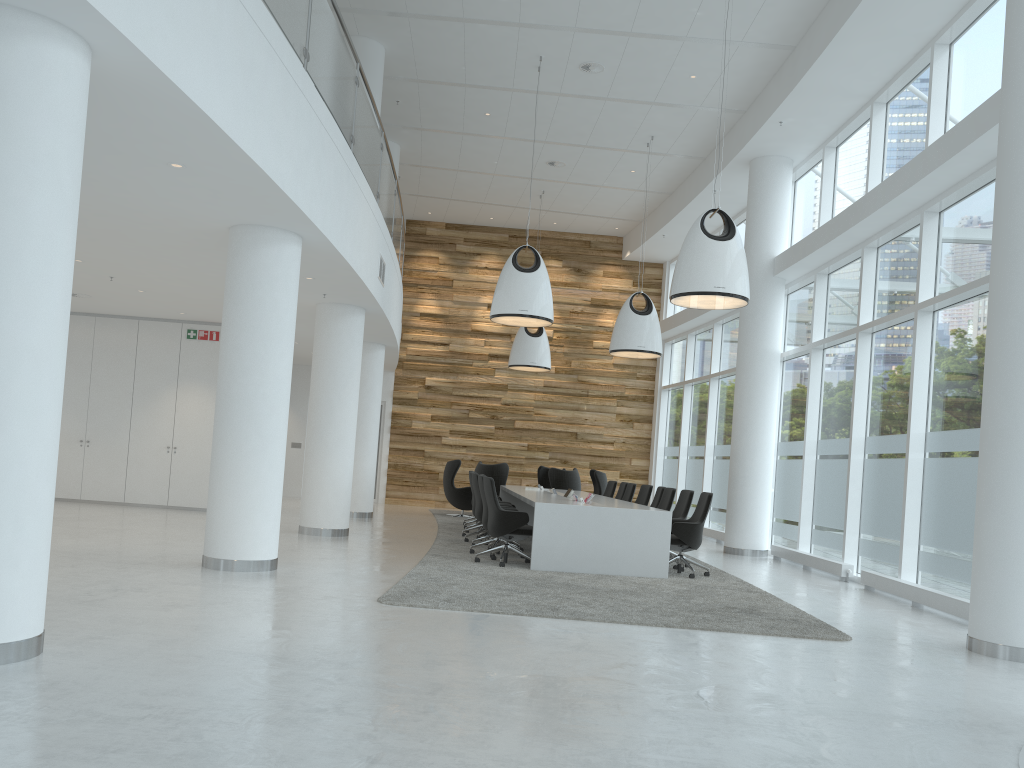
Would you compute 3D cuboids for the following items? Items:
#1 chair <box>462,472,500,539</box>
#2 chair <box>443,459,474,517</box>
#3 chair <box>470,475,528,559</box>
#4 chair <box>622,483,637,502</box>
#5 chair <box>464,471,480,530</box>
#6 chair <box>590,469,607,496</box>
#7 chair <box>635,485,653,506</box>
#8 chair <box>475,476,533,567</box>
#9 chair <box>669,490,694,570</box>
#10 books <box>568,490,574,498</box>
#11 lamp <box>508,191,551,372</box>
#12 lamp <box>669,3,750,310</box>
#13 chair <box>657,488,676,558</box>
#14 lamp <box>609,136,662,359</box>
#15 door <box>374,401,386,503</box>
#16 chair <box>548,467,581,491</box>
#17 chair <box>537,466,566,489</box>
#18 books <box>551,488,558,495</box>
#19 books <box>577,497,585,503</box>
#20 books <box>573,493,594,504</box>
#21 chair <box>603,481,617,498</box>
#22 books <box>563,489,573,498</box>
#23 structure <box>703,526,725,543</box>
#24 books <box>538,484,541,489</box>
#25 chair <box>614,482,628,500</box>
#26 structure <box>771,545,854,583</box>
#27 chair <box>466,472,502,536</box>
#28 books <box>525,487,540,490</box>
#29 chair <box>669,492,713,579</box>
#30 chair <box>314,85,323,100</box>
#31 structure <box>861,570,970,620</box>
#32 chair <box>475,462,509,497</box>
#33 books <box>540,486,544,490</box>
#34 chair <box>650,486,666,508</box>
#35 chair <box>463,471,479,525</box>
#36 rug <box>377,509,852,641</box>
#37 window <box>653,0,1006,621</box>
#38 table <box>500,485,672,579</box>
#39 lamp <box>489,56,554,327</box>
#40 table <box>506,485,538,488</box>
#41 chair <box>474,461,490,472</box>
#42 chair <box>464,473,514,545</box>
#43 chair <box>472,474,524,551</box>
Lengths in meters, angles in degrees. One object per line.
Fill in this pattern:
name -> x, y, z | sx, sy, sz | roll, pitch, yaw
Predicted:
chair -> -0.372, 1.808, 13.134 | 0.674, 0.964, 0.687 | 4, -3, 1
chair -> -0.940, 2.109, 17.894 | 0.918, 1.150, 0.915 | 5, -3, -14
chair -> -0.148, 1.612, 10.809 | 0.674, 0.964, 0.687 | 4, -3, -4
chair -> 1.630, 2.037, 14.055 | 0.674, 0.964, 0.687 | 4, -3, -4
chair -> -0.432, 1.948, 14.714 | 0.674, 0.964, 0.687 | 4, -3, -4
chair -> 1.467, 2.302, 18.088 | 0.918, 1.150, 0.915 | 5, -3, -14
chair -> 1.765, 1.981, 13.327 | 0.674, 0.964, 0.686 | 5, -3, -9
chair -> -0.053, 1.539, 9.938 | 0.674, 0.964, 0.686 | 5, -3, -9
chair -> 1.901, 1.775, 10.965 | 0.674, 0.964, 0.687 | 4, -3, -4
books -> 0.806, 1.672, 13.062 | 0.158, 0.241, 0.353 | 4, -4, -4
lamp -> 0.485, -2.113, 18.059 | 0.882, 3.640, 0.887 | 3, -2, 35
lamp -> 2.329, -2.721, 9.937 | 0.882, 3.640, 0.887 | 3, -2, 42
chair -> 1.833, 1.845, 11.781 | 0.674, 0.964, 0.687 | 4, -3, -4
lamp -> 2.179, -2.291, 14.764 | 0.882, 3.640, 0.887 | 3, -2, 39
door -> -3.938, 1.538, 20.830 | 1.805, 2.397, 0.132 | 4, -1, -2
chair -> 0.875, 2.160, 17.001 | 0.917, 1.150, 0.916 | 7, -4, -44
chair -> 0.737, 2.335, 19.028 | 0.913, 1.150, 0.921 | 3, -3, 16
books -> 0.670, 1.696, 13.390 | 0.153, 0.238, 0.191 | 4, -3, -4
books -> 0.863, 1.470, 10.621 | 0.143, 0.226, 0.204 | 4, -3, -5
books -> 0.892, 1.507, 11.119 | 0.230, 0.274, 0.599 | 3, -5, 17
chair -> 1.521, 2.184, 15.742 | 0.674, 0.964, 0.686 | 5, -3, -9
books -> 0.793, 1.651, 13.042 | 0.139, 0.229, 0.357 | 4, -4, -4
structure -> 3.745, 2.746, 15.912 | 0.150, 0.213, 2.697 | 4, -5, -5
books -> 0.519, 1.877, 15.482 | 0.153, 0.240, 0.183 | 4, -3, -4
chair -> 1.616, 2.111, 14.870 | 0.674, 0.964, 0.687 | 4, -3, -4
structure -> 4.016, 2.408, 11.993 | 0.150, 0.213, 2.697 | 4, -5, -2
chair -> -0.364, 1.879, 13.898 | 0.674, 0.964, 0.687 | 4, -3, -4
books -> 0.343, 1.752, 14.859 | 0.224, 0.026, 0.264 | 4, -5, 6
chair -> 1.956, 1.705, 10.154 | 0.674, 0.964, 0.687 | 4, -3, 1
chair -> -2.283, -2.765, 9.356 | 0.915, 1.150, 0.919 | 5, -3, -13
structure -> 4.059, 2.121, 8.817 | 0.150, 0.213, 2.698 | 4, -5, 1
chair -> -0.304, 2.069, 16.946 | 0.913, 1.150, 0.921 | 3, -3, 16
books -> 0.548, 1.856, 15.145 | 0.139, 0.222, 0.162 | 4, -3, -4
chair -> 1.840, 1.915, 12.545 | 0.674, 0.964, 0.687 | 4, -3, 1
chair -> -0.487, 2.018, 15.526 | 0.674, 0.964, 0.687 | 4, -3, 1
rug -> 0.536, 2.366, 13.161 | 3.940, 0.010, 13.488 | 4, -5, -3
window -> -16.329, -1.663, 16.213 | 62.822, 6.127, 30.958 | 0, -6, 36
table -> 0.740, 1.980, 12.842 | 1.501, 0.737, 6.575 | 4, -5, -4
lamp -> 0.260, -2.664, 12.206 | 0.882, 3.640, 0.887 | 3, -2, 42
table -> 0.201, 2.422, 17.960 | 0.798, 0.695, 0.803 | 3, -4, 21
chair -> -0.423, 2.243, 18.944 | 0.917, 1.150, 0.916 | 7, -4, -44
chair -> -0.297, 1.742, 12.353 | 0.674, 0.964, 0.686 | 5, -3, -9
chair -> -0.161, 1.686, 11.624 | 0.674, 0.964, 0.687 | 4, -3, -4
